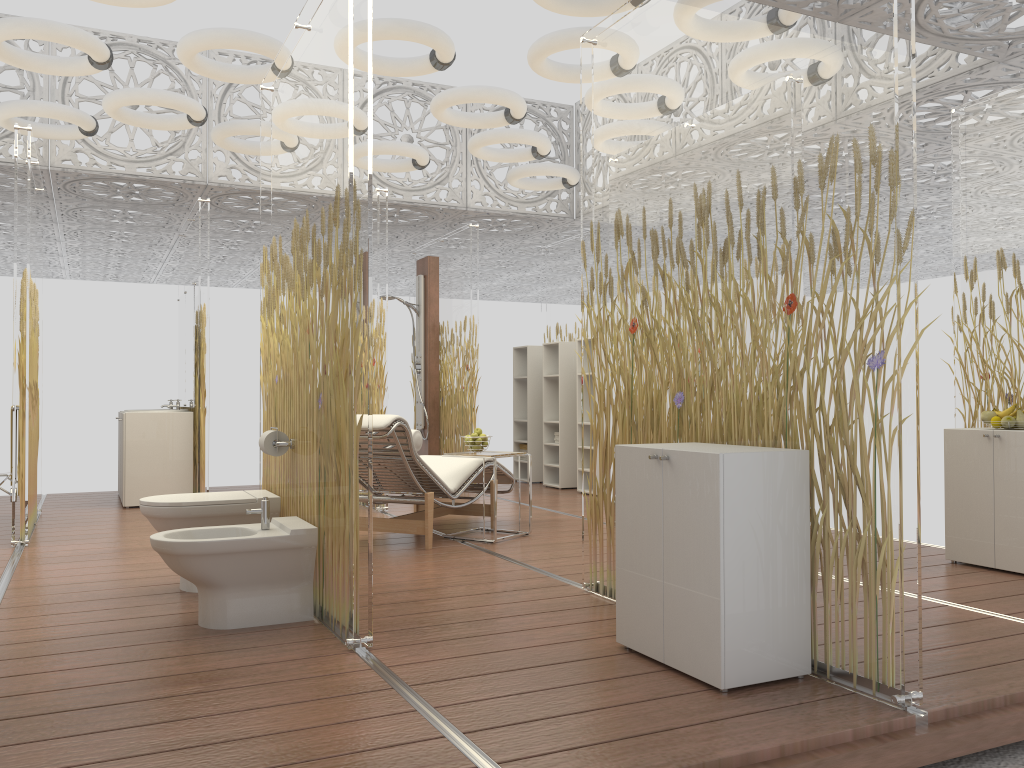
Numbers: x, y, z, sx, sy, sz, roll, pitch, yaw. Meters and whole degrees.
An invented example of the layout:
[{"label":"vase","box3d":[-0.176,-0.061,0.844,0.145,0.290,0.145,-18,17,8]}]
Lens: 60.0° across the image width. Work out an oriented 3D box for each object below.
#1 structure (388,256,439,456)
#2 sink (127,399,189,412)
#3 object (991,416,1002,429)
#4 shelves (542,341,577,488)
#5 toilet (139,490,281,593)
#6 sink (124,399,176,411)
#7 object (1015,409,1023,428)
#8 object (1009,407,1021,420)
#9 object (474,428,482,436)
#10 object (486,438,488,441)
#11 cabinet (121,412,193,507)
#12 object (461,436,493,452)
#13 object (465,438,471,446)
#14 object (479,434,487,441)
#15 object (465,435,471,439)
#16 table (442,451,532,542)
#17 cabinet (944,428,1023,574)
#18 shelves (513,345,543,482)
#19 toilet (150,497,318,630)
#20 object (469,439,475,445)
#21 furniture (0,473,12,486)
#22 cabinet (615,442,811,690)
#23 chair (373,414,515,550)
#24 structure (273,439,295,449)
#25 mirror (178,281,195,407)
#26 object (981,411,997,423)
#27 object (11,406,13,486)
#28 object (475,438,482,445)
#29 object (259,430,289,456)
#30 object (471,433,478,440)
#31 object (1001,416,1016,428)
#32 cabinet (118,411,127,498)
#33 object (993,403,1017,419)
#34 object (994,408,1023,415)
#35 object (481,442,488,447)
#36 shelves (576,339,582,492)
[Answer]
[{"label":"structure","box3d":[-1.040,-0.137,9.271,0.624,2.402,0.433,1,-1,-39]},{"label":"sink","box3d":[-3.107,0.268,7.790,0.499,0.266,0.573,0,-1,-23]},{"label":"object","box3d":[2.552,0.202,4.671,0.056,0.066,0.053,0,-1,-24]},{"label":"shelves","box3d":[0.550,0.309,9.050,0.344,1.460,0.366,0,-1,-26]},{"label":"toilet","box3d":[-1.465,0.760,4.273,0.611,0.437,0.401,0,-1,-26]},{"label":"sink","box3d":[-3.417,0.280,8.437,0.499,0.266,0.573,0,-1,-28]},{"label":"object","box3d":[2.644,0.181,4.595,0.064,0.097,0.064,1,-1,-35]},{"label":"object","box3d":[2.631,0.167,4.706,0.032,0.085,0.186,0,-1,-14]},{"label":"object","box3d":[-0.220,0.313,5.762,0.055,0.056,0.055,0,-1,-26]},{"label":"object","box3d":[-0.185,0.362,5.797,0.055,0.048,0.054,0,-1,-32]},{"label":"cabinet","box3d":[-3.119,0.635,7.773,0.549,0.782,0.643,0,-1,-26]},{"label":"object","box3d":[-0.229,0.392,5.763,0.206,0.105,0.206,-1,-1,19]},{"label":"object","box3d":[-0.278,0.372,5.750,0.058,0.058,0.058,-1,-1,31]},{"label":"object","box3d":[-0.188,0.348,5.743,0.050,0.054,0.055,-1,-1,34]},{"label":"object","box3d":[-0.286,0.356,5.793,0.047,0.048,0.047,-1,-1,27]},{"label":"table","box3d":[-0.161,0.716,5.772,0.420,0.535,0.420,-1,-1,34]},{"label":"cabinet","box3d":[2.649,0.595,4.653,0.358,0.712,0.595,0,-1,-26]},{"label":"shelves","box3d":[0.246,0.321,9.684,0.344,1.460,0.366,0,-1,-26]},{"label":"toilet","box3d":[-1.138,0.718,3.592,0.611,0.506,0.401,0,-1,-26]},{"label":"object","box3d":[-0.259,0.373,5.713,0.040,0.040,0.039,1,-1,-34]},{"label":"furniture","box3d":[-3.409,0.626,5.800,0.178,0.014,0.977,0,-1,-26]},{"label":"cabinet","box3d":[0.663,0.572,3.019,0.358,0.712,0.595,0,-1,-26]},{"label":"chair","box3d":[-0.590,0.595,5.856,0.635,0.811,1.787,-1,-1,24]},{"label":"structure","box3d":[-1.055,0.271,4.052,0.080,0.047,0.215,0,-1,-26]},{"label":"mirror","box3d":[-3.029,-0.327,8.233,0.009,1.081,1.422,0,-1,-26]},{"label":"object","box3d":[2.545,0.177,4.732,0.077,0.067,0.078,0,-1,-24]},{"label":"object","box3d":[-3.656,0.485,6.524,0.042,0.656,0.283,0,-1,-26]},{"label":"object","box3d":[-0.215,0.370,5.707,0.047,0.045,0.047,0,-1,-21]},{"label":"object","box3d":[-1.089,0.270,4.058,0.115,0.115,0.131,0,-1,-26]},{"label":"object","box3d":[-0.241,0.336,5.705,0.047,0.045,0.047,0,-1,-25]},{"label":"object","box3d":[2.574,0.197,4.617,0.066,0.065,0.091,0,-1,-11]},{"label":"cabinet","box3d":[-3.430,0.648,8.421,0.549,0.782,0.643,0,-1,-26]},{"label":"object","box3d":[2.600,0.144,4.694,0.035,0.084,0.200,0,-1,-4]},{"label":"object","box3d":[2.655,0.158,4.702,0.045,0.064,0.202,0,-1,-22]},{"label":"object","box3d":[-0.176,0.390,5.756,0.045,0.042,0.045,0,-1,-31]},{"label":"shelves","box3d":[0.854,0.296,8.416,0.344,1.460,0.366,0,-1,-26]}]
